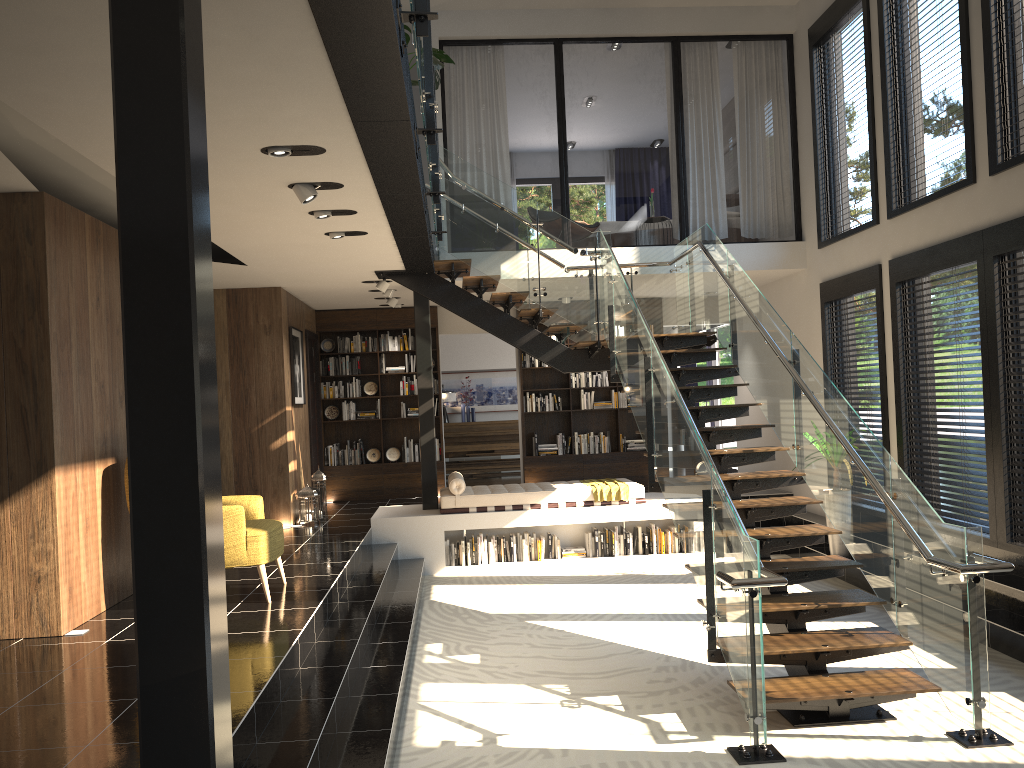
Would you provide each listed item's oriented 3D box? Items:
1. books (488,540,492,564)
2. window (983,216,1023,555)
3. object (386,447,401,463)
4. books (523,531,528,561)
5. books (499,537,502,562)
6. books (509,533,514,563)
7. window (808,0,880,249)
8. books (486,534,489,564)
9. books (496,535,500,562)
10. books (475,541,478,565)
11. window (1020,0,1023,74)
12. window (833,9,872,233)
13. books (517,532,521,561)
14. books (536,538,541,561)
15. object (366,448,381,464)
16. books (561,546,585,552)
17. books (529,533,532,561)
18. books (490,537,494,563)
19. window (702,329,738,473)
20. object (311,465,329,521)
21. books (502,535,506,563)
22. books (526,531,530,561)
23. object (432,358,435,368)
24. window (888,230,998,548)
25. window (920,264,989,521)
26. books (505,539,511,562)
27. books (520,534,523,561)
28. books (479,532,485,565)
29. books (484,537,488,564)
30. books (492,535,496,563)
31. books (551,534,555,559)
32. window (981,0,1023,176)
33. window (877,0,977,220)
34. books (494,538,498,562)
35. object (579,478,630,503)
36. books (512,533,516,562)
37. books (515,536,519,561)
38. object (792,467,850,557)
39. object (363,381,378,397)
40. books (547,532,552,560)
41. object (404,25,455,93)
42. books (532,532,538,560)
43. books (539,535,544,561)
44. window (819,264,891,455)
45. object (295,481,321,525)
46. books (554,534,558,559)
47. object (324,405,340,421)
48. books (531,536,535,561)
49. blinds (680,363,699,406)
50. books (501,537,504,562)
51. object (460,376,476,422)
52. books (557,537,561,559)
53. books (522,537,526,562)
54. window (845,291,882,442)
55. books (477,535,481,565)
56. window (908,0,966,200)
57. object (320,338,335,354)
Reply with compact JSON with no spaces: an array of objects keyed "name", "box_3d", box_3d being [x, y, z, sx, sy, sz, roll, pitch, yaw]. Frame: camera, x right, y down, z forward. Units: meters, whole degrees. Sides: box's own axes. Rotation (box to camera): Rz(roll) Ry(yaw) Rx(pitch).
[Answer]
[{"name":"books","box_3d":[-0.243,1.856,9.810,0.029,0.240,0.165,-3,-1,-4]},{"name":"window","box_3d":[3.931,0.012,6.133,0.358,2.475,1.498,-3,-1,-4]},{"name":"object","box_3d":[-1.681,1.003,12.540,0.212,0.222,0.082,-2,0,-4]},{"name":"books","box_3d":[0.151,1.809,9.882,0.026,0.305,0.187,-3,-1,-4]},{"name":"books","box_3d":[-0.132,1.844,9.883,0.023,0.260,0.133,-3,0,-4]},{"name":"books","box_3d":[-0.005,1.818,9.857,0.033,0.299,0.196,-3,-1,-4]},{"name":"window","box_3d":[3.601,-2.771,9.274,0.358,2.475,1.393,-3,-1,-4]},{"name":"books","box_3d":[-0.270,1.821,9.811,0.021,0.313,0.139,-3,0,-4]},{"name":"books","box_3d":[-0.157,1.833,9.897,0.025,0.285,0.137,-3,0,-4]},{"name":"books","box_3d":[-0.395,1.864,9.798,0.029,0.237,0.147,-3,-1,-4]},{"name":"window","box_3d":[3.880,-2.845,6.086,0.005,2.297,1.221,-3,0,-4]},{"name":"window","box_3d":[3.672,-2.774,9.271,0.005,2.297,1.221,-3,0,-4]},{"name":"books","box_3d":[0.075,1.811,9.892,0.023,0.308,0.126,-3,0,-4]},{"name":"books","box_3d":[0.294,1.838,9.872,0.028,0.232,0.205,-3,-1,-4]},{"name":"object","box_3d":[-1.956,1.015,12.527,0.212,0.222,0.082,-2,0,-4]},{"name":"books","box_3d":[0.680,1.853,9.947,0.249,0.026,0.148,-2,-1,-6]},{"name":"books","box_3d":[0.196,1.813,9.884,0.023,0.293,0.157,-3,0,-4]},{"name":"books","box_3d":[-0.220,1.841,9.825,0.021,0.270,0.148,-3,-1,-4]},{"name":"window","box_3d":[3.344,0.207,14.716,0.184,2.475,2.981,-3,-1,-4]},{"name":"object","box_3d":[-2.258,1.278,10.418,0.182,0.643,0.182,-2,0,-4]},{"name":"books","box_3d":[-0.086,1.830,9.861,0.028,0.282,0.173,-3,-1,-4]},{"name":"books","box_3d":[0.175,1.807,9.879,0.020,0.305,0.172,-3,-1,-4]},{"name":"object","box_3d":[-1.199,-0.280,12.590,0.212,0.222,0.082,-2,0,-4]},{"name":"window","box_3d":[3.833,0.045,7.625,0.358,2.475,1.498,-3,-1,-4]},{"name":"window","box_3d":[3.905,0.042,7.621,0.005,2.297,1.313,-3,-1,-4]},{"name":"books","box_3d":[-0.047,1.853,9.877,0.050,0.234,0.149,-3,-1,-4]},{"name":"books","box_3d":[0.099,1.820,9.885,0.025,0.287,0.169,-3,-1,-4]},{"name":"books","box_3d":[-0.331,1.811,9.798,0.051,0.338,0.187,-3,-1,-4]},{"name":"books","box_3d":[-0.291,1.837,9.800,0.025,0.282,0.149,-3,0,-4]},{"name":"books","box_3d":[-0.201,1.828,9.849,0.020,0.295,0.102,-3,0,-4]},{"name":"books","box_3d":[0.456,1.823,9.941,0.045,0.251,0.142,-3,-1,-4]},{"name":"window","box_3d":[3.809,-2.841,6.089,0.358,2.475,1.393,-3,-1,-4]},{"name":"window","box_3d":[3.705,-2.806,7.681,0.358,2.475,1.393,-3,-1,-4]},{"name":"books","box_3d":[-0.182,1.853,9.896,0.026,0.247,0.149,-3,-1,-4]},{"name":"object","box_3d":[1.062,1.381,10.345,0.466,0.510,1.167,-2,-1,-4]},{"name":"books","box_3d":[0.023,1.820,9.872,0.025,0.293,0.205,-3,-1,-4]},{"name":"books","box_3d":[0.050,1.830,9.891,0.029,0.271,0.128,-3,0,-4]},{"name":"object","box_3d":[3.193,1.021,8.754,0.876,1.338,0.830,-2,-1,-15]},{"name":"object","box_3d":[-1.999,0.071,12.553,0.212,0.222,0.082,-2,0,-4]},{"name":"books","box_3d":[0.419,1.808,9.922,0.030,0.284,0.176,-3,-1,-4]},{"name":"object","box_3d":[-1.172,-2.295,7.251,1.464,1.554,1.260,-2,-1,-15]},{"name":"books","box_3d":[0.257,1.810,9.914,0.036,0.293,0.128,-3,0,-4]},{"name":"books","box_3d":[0.332,1.824,9.883,0.050,0.258,0.215,-3,-1,-4]},{"name":"window","box_3d":[3.727,0.084,9.258,0.358,2.475,1.393,-3,-1,-4]},{"name":"object","box_3d":[-2.339,1.357,10.181,0.262,0.483,0.262,-2,-1,-4]},{"name":"books","box_3d":[0.490,1.818,9.917,0.020,0.257,0.154,-3,-1,-4]},{"name":"object","box_3d":[-2.541,0.411,12.515,0.212,0.222,0.082,-2,0,-4]},{"name":"books","box_3d":[0.225,1.832,9.901,0.034,0.252,0.151,-3,-1,-4]},{"name":"blinds","box_3d":[3.103,0.146,15.603,0.161,2.770,1.080,-2,0,-5]},{"name":"books","box_3d":[-0.110,1.842,9.868,0.019,0.261,0.183,-3,-1,-4]},{"name":"object","box_3d":[-0.811,0.283,16.160,0.272,0.860,0.270,-3,0,11]},{"name":"books","box_3d":[0.516,1.837,9.919,0.030,0.218,0.186,-3,-1,-4]},{"name":"books","box_3d":[0.128,1.839,9.863,0.027,0.246,0.193,-3,-1,-4]},{"name":"window","box_3d":[3.798,0.081,9.255,0.005,2.297,1.221,-3,0,-4]},{"name":"books","box_3d":[-0.367,1.827,9.775,0.028,0.309,0.211,-3,-1,-4]},{"name":"window","box_3d":[3.776,-2.809,7.678,0.005,2.297,1.221,-3,0,-4]},{"name":"object","box_3d":[-2.595,-0.535,12.495,0.212,0.222,0.082,-2,0,-4]}]
